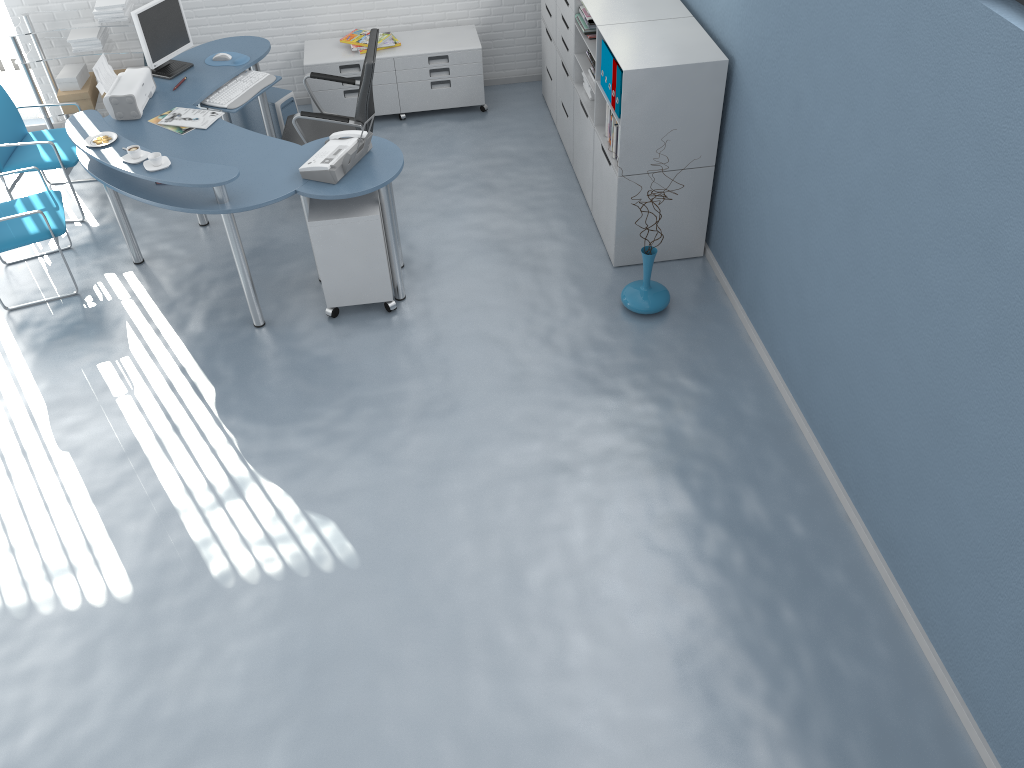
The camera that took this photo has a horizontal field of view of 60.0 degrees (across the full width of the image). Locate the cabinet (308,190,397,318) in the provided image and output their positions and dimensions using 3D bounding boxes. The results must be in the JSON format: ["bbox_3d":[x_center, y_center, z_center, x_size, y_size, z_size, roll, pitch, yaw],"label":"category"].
[{"bbox_3d":[-0.850,-0.767,4.767,0.383,0.605,0.559,-6,43,-4],"label":"cabinet"}]

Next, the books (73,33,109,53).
[{"bbox_3d":[-2.835,-2.299,5.973,0.190,0.015,0.270,-8,43,-6],"label":"books"}]

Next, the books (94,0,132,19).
[{"bbox_3d":[-2.624,-2.469,5.841,0.190,0.015,0.270,-6,43,-4],"label":"books"}]

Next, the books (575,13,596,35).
[{"bbox_3d":[0.500,-2.075,5.090,0.234,0.034,0.240,-7,43,-5],"label":"books"}]

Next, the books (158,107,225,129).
[{"bbox_3d":[-1.769,-1.466,4.892,0.300,0.010,0.200,9,44,13],"label":"books"}]

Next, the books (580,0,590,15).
[{"bbox_3d":[0.509,-2.149,5.011,0.212,0.024,0.258,-7,43,-5],"label":"books"}]

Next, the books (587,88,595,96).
[{"bbox_3d":[0.586,-1.788,5.315,0.270,0.015,0.190,-6,43,-4],"label":"books"}]

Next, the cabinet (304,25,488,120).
[{"bbox_3d":[-0.836,-2.229,6.432,1.259,0.484,0.447,-8,43,-5],"label":"cabinet"}]

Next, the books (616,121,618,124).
[{"bbox_3d":[0.624,-1.335,4.698,0.157,0.247,0.021,-7,43,-5],"label":"books"}]

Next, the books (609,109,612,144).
[{"bbox_3d":[0.605,-1.409,4.811,0.157,0.203,0.032,-7,43,-5],"label":"books"}]

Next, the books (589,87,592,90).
[{"bbox_3d":[0.586,-1.812,5.296,0.270,0.015,0.190,-6,43,-3],"label":"books"}]

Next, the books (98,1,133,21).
[{"bbox_3d":[-2.615,-2.462,5.855,0.190,0.015,0.270,-10,43,-7],"label":"books"}]

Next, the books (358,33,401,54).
[{"bbox_3d":[-0.959,-2.402,6.254,0.300,0.020,0.210,-19,45,-16],"label":"books"}]

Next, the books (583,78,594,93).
[{"bbox_3d":[0.579,-1.799,5.305,0.270,0.015,0.190,-7,43,-5],"label":"books"}]

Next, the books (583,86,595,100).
[{"bbox_3d":[0.583,-1.772,5.341,0.270,0.015,0.190,-7,43,-5],"label":"books"}]

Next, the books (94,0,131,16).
[{"bbox_3d":[-2.624,-2.484,5.836,0.190,0.015,0.270,-7,43,-5],"label":"books"}]

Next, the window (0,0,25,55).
[{"bbox_3d":[-5.202,-3.248,5.758,3.635,2.562,0.008,-7,43,-5],"label":"window"}]

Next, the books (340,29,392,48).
[{"bbox_3d":[-1.024,-2.423,6.222,0.300,0.020,0.210,17,46,20],"label":"books"}]

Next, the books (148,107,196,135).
[{"bbox_3d":[-1.830,-1.449,4.881,0.300,0.005,0.200,25,50,27],"label":"books"}]

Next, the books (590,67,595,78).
[{"bbox_3d":[0.565,-1.736,4.981,0.212,0.023,0.224,-7,43,-5],"label":"books"}]

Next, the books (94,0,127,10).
[{"bbox_3d":[-2.618,-2.516,5.804,0.190,0.015,0.270,-11,43,-9],"label":"books"}]

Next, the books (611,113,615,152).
[{"bbox_3d":[0.614,-1.355,4.742,0.166,0.217,0.038,-7,43,-5],"label":"books"}]

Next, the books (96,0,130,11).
[{"bbox_3d":[-2.608,-2.513,5.821,0.190,0.015,0.270,-7,43,-5],"label":"books"}]

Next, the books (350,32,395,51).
[{"bbox_3d":[-0.986,-2.407,6.232,0.300,0.020,0.210,-11,43,-9],"label":"books"}]

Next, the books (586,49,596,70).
[{"bbox_3d":[0.553,-1.804,4.956,0.224,0.041,0.283,-7,43,-5],"label":"books"}]

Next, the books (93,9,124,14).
[{"bbox_3d":[-2.623,-2.490,5.820,0.190,0.015,0.270,-6,43,-3],"label":"books"}]

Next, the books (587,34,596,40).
[{"bbox_3d":[0.516,-2.049,5.100,0.209,0.019,0.265,-7,43,-5],"label":"books"}]

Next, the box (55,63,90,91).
[{"bbox_3d":[-3.006,-2.102,6.074,0.139,0.090,0.234,-4,43,-1],"label":"box"}]

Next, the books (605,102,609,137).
[{"bbox_3d":[0.591,-1.469,4.876,0.157,0.203,0.040,-7,43,-5],"label":"books"}]

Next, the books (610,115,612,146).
[{"bbox_3d":[0.610,-1.380,4.802,0.157,0.172,0.021,-7,43,-5],"label":"books"}]

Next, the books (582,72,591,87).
[{"bbox_3d":[0.569,-1.833,5.297,0.270,0.015,0.190,-7,43,-5],"label":"books"}]

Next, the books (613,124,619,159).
[{"bbox_3d":[0.622,-1.293,4.699,0.173,0.184,0.032,-7,43,-5],"label":"books"}]

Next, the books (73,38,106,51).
[{"bbox_3d":[-2.836,-2.310,5.963,0.190,0.015,0.270,-10,43,-8],"label":"books"}]

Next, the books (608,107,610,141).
[{"bbox_3d":[0.601,-1.425,4.832,0.157,0.198,0.022,-7,43,-5],"label":"books"}]

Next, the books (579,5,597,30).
[{"bbox_3d":[0.512,-2.097,5.055,0.212,0.044,0.265,-7,43,-5],"label":"books"}]

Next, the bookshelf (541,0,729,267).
[{"bbox_3d":[0.637,-1.880,5.481,0.521,1.141,2.294,-7,43,-5],"label":"bookshelf"}]

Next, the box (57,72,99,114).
[{"bbox_3d":[-3.002,-2.020,6.149,0.207,0.133,0.347,-11,43,-8],"label":"box"}]

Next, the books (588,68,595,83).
[{"bbox_3d":[0.563,-1.729,5.015,0.212,0.034,0.265,-7,43,-5],"label":"books"}]

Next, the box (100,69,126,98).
[{"bbox_3d":[-2.711,-2.058,6.175,0.207,0.133,0.347,-7,43,-5],"label":"box"}]

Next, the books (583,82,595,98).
[{"bbox_3d":[0.582,-1.783,5.331,0.270,0.015,0.190,-10,43,-7],"label":"books"}]

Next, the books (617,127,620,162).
[{"bbox_3d":[0.635,-1.277,4.667,0.157,0.203,0.040,-7,43,-5],"label":"books"}]
